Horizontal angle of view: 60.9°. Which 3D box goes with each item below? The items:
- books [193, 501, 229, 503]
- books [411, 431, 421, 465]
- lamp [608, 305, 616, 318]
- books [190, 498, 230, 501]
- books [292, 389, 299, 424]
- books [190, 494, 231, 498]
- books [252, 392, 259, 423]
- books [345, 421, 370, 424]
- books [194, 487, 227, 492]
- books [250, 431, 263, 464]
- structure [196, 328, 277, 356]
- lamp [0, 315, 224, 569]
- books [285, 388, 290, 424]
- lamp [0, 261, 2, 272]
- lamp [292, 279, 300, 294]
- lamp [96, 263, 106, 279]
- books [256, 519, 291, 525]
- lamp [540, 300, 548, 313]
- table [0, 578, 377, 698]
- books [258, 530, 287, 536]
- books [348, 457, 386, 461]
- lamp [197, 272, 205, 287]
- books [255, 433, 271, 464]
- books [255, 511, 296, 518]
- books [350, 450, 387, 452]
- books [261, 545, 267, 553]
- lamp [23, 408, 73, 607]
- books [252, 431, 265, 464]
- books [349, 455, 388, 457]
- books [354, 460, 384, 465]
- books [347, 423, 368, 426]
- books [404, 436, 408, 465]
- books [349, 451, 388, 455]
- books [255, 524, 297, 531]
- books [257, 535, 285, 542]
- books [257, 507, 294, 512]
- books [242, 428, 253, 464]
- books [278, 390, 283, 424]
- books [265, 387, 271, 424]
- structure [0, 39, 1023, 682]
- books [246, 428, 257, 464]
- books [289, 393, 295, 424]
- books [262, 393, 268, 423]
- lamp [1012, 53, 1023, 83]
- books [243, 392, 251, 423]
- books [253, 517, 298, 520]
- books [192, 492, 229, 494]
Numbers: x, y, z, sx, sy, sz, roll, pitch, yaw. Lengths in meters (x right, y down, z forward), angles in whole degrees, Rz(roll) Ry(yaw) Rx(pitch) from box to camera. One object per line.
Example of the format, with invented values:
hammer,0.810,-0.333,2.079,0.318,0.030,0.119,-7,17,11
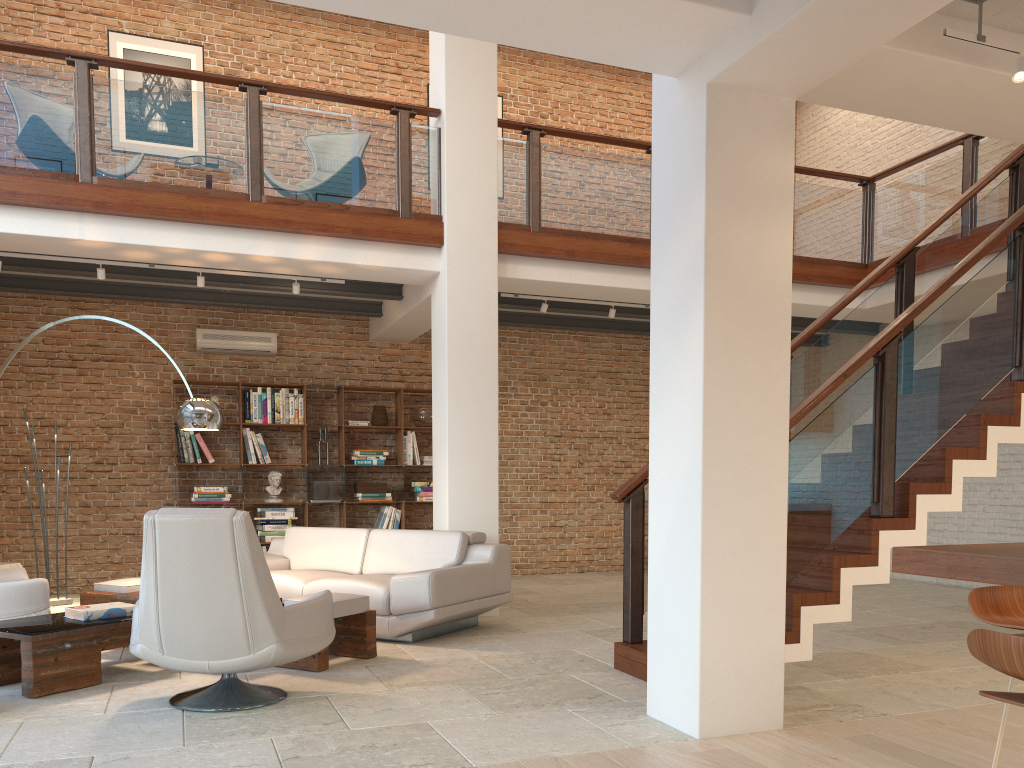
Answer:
books,-3.172,1.242,9.175,0.356,0.020,0.273,2,-7,-21
books,-1.123,0.739,9.936,0.101,0.384,0.243,-1,1,-21
lamp,0.980,-0.702,8.530,0.061,0.129,0.086,-1,1,-19
books,-3.179,1.212,9.164,0.380,0.036,0.245,3,-7,-26
books,-2.345,0.254,9.427,0.036,0.384,0.243,-2,1,-21
books,-3.166,1.175,9.159,0.380,0.036,0.245,3,-7,-27
books,-2.738,0.264,9.271,0.055,0.330,0.254,-1,0,-21
books,-1.713,0.424,9.621,0.236,0.019,0.171,3,-7,-28
books,-3.167,1.110,9.173,0.326,0.055,0.256,2,-7,-18
books,-2.738,0.686,9.307,0.124,0.349,0.271,-1,0,-21
structure,-2.929,-0.441,9.282,0.813,0.219,0.200,2,-2,-21
lamp,-3.012,0.683,6.365,2.032,2.356,0.316,0,3,15
books,-2.433,0.250,9.394,0.036,0.384,0.243,-2,1,-21
lamp,-3.933,-0.913,6.655,0.086,0.129,0.059,0,2,39
lamp,-1.848,-0.829,7.462,0.060,0.116,0.094,-1,0,-14
lamp,-3.259,-0.888,6.914,0.061,0.121,0.086,-1,0,-19
books,-2.570,1.484,9.396,0.327,0.055,0.256,3,-7,-26
lamp,0.306,-0.731,8.270,0.086,0.129,0.059,0,2,39
table,-2.222,1.524,5.444,2.208,0.428,1.976,-4,-7,30
books,-2.565,1.609,9.436,0.362,0.055,0.284,2,-7,-19
books,-1.621,0.835,9.740,0.380,0.036,0.245,2,-7,-21
lamp,-2.563,-0.854,7.179,0.061,0.129,0.086,-1,1,-19
books,-2.671,0.697,9.328,0.158,0.329,0.254,-1,0,-21
books,-2.558,1.407,9.428,0.380,0.064,0.245,3,-7,-27
books,-1.608,0.752,9.741,0.356,0.020,0.273,3,-7,-22
books,-2.667,1.935,9.432,0.079,0.385,0.243,-1,1,-21
lamp,-4.278,1.147,8.044,0.199,1.823,0.415,3,5,39
books,-2.721,0.687,9.324,0.124,0.349,0.271,-1,0,-21
books,-1.603,0.807,9.734,0.380,0.018,0.245,3,-8,-28
books,-1.599,0.881,9.743,0.326,0.055,0.256,1,-6,-11
books,-1.705,0.450,9.619,0.206,0.034,0.133,2,-7,-21
books,-1.238,0.759,9.871,0.055,0.330,0.254,-1,0,-21
books,-1.599,0.778,9.725,0.380,0.036,0.245,3,-7,-27
books,-2.549,1.548,9.421,0.380,0.064,0.245,4,-7,-34
books,-2.557,1.667,9.422,0.380,0.064,0.245,3,-7,-26
books,-2.561,1.356,9.419,0.380,0.036,0.245,2,-7,-21
books,-2.828,0.666,9.286,0.101,0.384,0.243,-1,1,-21
books,-2.495,0.261,9.371,0.021,0.359,0.271,-2,1,-21
books,-2.605,0.242,9.317,0.036,0.384,0.243,-2,1,-21
structure,1.587,-0.541,3.754,10.157,4.131,13.911,2,-6,-21
books,-2.784,0.666,9.278,0.103,0.384,0.243,-1,1,-21
books,-2.388,0.279,9.407,0.055,0.330,0.254,-1,0,-21
books,-2.657,0.270,9.321,0.055,0.330,0.254,-1,0,-21
lamp,2.075,-1.291,3.557,0.059,0.129,0.087,1,1,29
books,-2.817,0.263,9.260,0.055,0.330,0.254,-1,0,-21
books,-2.559,1.448,9.411,0.444,0.020,0.273,2,-7,-21
books,-3.175,1.148,9.175,0.356,0.020,0.273,3,-7,-22
